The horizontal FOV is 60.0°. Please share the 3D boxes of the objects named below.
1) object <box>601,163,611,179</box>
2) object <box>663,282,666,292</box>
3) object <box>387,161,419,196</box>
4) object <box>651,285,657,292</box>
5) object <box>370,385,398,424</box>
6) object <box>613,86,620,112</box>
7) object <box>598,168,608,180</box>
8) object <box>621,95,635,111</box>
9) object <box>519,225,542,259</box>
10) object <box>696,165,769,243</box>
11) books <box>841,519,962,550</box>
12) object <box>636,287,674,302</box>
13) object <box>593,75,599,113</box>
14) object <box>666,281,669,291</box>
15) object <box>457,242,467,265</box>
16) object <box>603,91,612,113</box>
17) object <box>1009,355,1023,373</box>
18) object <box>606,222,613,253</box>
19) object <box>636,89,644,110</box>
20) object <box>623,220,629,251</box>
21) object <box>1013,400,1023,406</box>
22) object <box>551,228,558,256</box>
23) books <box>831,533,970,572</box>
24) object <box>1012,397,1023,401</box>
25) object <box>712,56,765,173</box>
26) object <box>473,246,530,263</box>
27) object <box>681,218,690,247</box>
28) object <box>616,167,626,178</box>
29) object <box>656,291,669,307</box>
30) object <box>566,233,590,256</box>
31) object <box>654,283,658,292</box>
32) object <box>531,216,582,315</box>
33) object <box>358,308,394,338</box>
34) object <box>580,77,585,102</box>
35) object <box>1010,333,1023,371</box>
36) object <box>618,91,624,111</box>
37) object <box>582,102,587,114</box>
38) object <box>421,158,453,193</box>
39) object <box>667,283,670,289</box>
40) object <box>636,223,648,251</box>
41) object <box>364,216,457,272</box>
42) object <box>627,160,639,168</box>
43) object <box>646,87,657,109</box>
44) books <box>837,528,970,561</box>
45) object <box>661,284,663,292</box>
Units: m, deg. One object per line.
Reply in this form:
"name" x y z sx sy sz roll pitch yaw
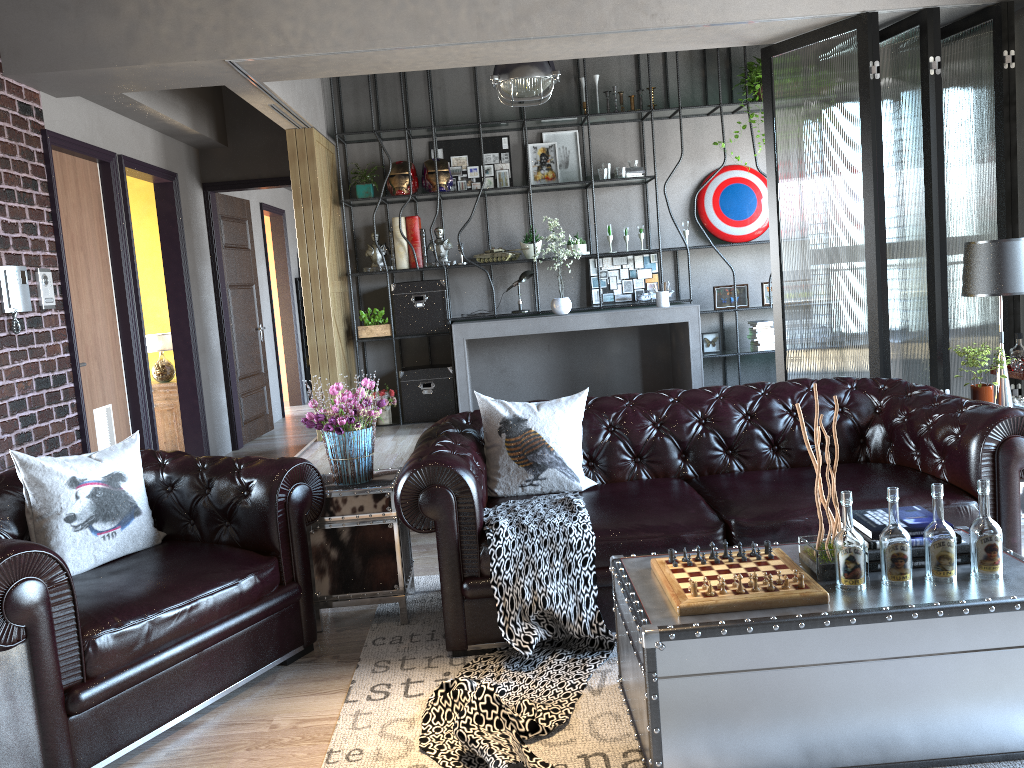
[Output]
"object" 0.855 -1.907 7.997 0.087 0.155 0.088 -3 6 12
"object" 1.346 -0.794 7.817 0.023 0.203 0.037 0 8 38
"object" -0.991 -1.844 7.974 0.280 0.327 0.400 -4 6 4
"object" 1.298 -0.779 7.795 0.137 0.190 0.009 -4 6 2
"object" -1.210 0.178 8.119 0.345 0.362 0.332 -4 6 2
"object" 0.923 -2.525 7.900 0.100 0.243 0.100 -4 6 8
"object" 0.811 -1.864 7.895 0.092 0.099 0.093 0 8 37
"object" 1.075 -2.492 7.916 0.189 0.152 0.190 -2 7 22
"object" 0.177 -1.284 8.031 0.193 0.304 0.137 -1 7 33
"object" 2.096 -1.683 8.283 0.751 0.738 0.186 -5 6 0
"books" 1.234 0.471 2.840 0.282 0.026 0.266 -4 7 1
"object" 1.283 -0.819 8.183 0.379 0.111 0.352 0 8 32
"object" 0.778 -2.607 8.069 0.128 0.390 0.128 -10 8 -41
"object" 1.359 -0.812 7.797 0.052 0.185 0.009 -4 6 1
"object" -0.456 -1.174 7.973 0.093 0.200 0.093 -5 6 -6
"object" 0.864 -2.523 7.971 0.084 0.232 0.084 -2 7 26
"object" 2.801 -0.104 4.742 0.245 0.092 0.152 1 9 40
"object" 0.880 -1.319 7.982 0.113 0.274 0.113 -4 6 3
"object" 1.165 -2.553 8.025 0.084 0.232 0.084 -7 6 -20
"object" 1.066 -1.382 8.281 0.113 0.301 0.113 -3 6 18
"object" 2.765 0.171 4.806 0.087 0.155 0.087 -3 6 12
"object" 0.394 -1.308 8.223 0.113 0.273 0.113 -9 7 -34
"books" 1.238 0.527 2.846 0.324 0.035 0.306 -5 7 -1
"object" 2.806 0.157 4.896 0.087 0.155 0.087 -3 6 12
"object" 2.139 -2.367 7.828 0.720 1.024 0.651 -3 6 17
"object" -0.085 -1.202 8.092 0.577 0.170 0.207 0 8 34
"object" 1.599 -1.394 8.158 0.113 0.270 0.113 -6 6 -12
"object" 0.973 -1.877 7.898 0.093 0.099 0.093 -10 9 -43
"object" 1.322 -0.743 7.786 0.110 0.137 0.111 -4 6 9
"object" 0.584 -1.273 8.061 0.235 0.212 0.235 2 9 44
"object" 1.283 -0.788 7.809 0.046 0.202 0.023 0 7 35
"object" 0.413 -1.026 7.617 0.399 0.851 0.420 -10 8 -44
"object" -1.230 -0.559 7.974 0.304 0.265 0.181 -5 6 -1
"object" 0.664 -2.606 8.138 0.128 0.390 0.128 -8 7 -32
"object" 2.799 -0.179 4.893 0.087 0.205 0.087 -2 7 24
"object" 0.998 -2.542 8.070 0.080 0.225 0.080 -8 7 -28
"object" 0.651 -2.445 7.899 0.135 0.128 0.135 -8 7 -28
"object" -0.673 -1.870 7.979 0.280 0.327 0.400 -6 7 -11
"object" 1.360 -0.803 7.785 0.062 0.169 0.009 -5 6 -1
"object" 1.170 -1.333 8.025 0.113 0.246 0.113 -3 6 18
"object" -0.939 -1.277 8.061 0.833 0.465 0.290 -5 6 -1
"object" 1.110 -2.008 8.111 0.103 0.068 0.103 -5 7 -8
"object" 1.249 -2.548 7.929 0.130 0.232 0.130 -7 7 -23
"books" 1.236 0.498 2.831 0.315 0.026 0.270 -5 7 -1
"object" 1.324 -0.802 7.822 0.009 0.167 0.061 -3 6 11
